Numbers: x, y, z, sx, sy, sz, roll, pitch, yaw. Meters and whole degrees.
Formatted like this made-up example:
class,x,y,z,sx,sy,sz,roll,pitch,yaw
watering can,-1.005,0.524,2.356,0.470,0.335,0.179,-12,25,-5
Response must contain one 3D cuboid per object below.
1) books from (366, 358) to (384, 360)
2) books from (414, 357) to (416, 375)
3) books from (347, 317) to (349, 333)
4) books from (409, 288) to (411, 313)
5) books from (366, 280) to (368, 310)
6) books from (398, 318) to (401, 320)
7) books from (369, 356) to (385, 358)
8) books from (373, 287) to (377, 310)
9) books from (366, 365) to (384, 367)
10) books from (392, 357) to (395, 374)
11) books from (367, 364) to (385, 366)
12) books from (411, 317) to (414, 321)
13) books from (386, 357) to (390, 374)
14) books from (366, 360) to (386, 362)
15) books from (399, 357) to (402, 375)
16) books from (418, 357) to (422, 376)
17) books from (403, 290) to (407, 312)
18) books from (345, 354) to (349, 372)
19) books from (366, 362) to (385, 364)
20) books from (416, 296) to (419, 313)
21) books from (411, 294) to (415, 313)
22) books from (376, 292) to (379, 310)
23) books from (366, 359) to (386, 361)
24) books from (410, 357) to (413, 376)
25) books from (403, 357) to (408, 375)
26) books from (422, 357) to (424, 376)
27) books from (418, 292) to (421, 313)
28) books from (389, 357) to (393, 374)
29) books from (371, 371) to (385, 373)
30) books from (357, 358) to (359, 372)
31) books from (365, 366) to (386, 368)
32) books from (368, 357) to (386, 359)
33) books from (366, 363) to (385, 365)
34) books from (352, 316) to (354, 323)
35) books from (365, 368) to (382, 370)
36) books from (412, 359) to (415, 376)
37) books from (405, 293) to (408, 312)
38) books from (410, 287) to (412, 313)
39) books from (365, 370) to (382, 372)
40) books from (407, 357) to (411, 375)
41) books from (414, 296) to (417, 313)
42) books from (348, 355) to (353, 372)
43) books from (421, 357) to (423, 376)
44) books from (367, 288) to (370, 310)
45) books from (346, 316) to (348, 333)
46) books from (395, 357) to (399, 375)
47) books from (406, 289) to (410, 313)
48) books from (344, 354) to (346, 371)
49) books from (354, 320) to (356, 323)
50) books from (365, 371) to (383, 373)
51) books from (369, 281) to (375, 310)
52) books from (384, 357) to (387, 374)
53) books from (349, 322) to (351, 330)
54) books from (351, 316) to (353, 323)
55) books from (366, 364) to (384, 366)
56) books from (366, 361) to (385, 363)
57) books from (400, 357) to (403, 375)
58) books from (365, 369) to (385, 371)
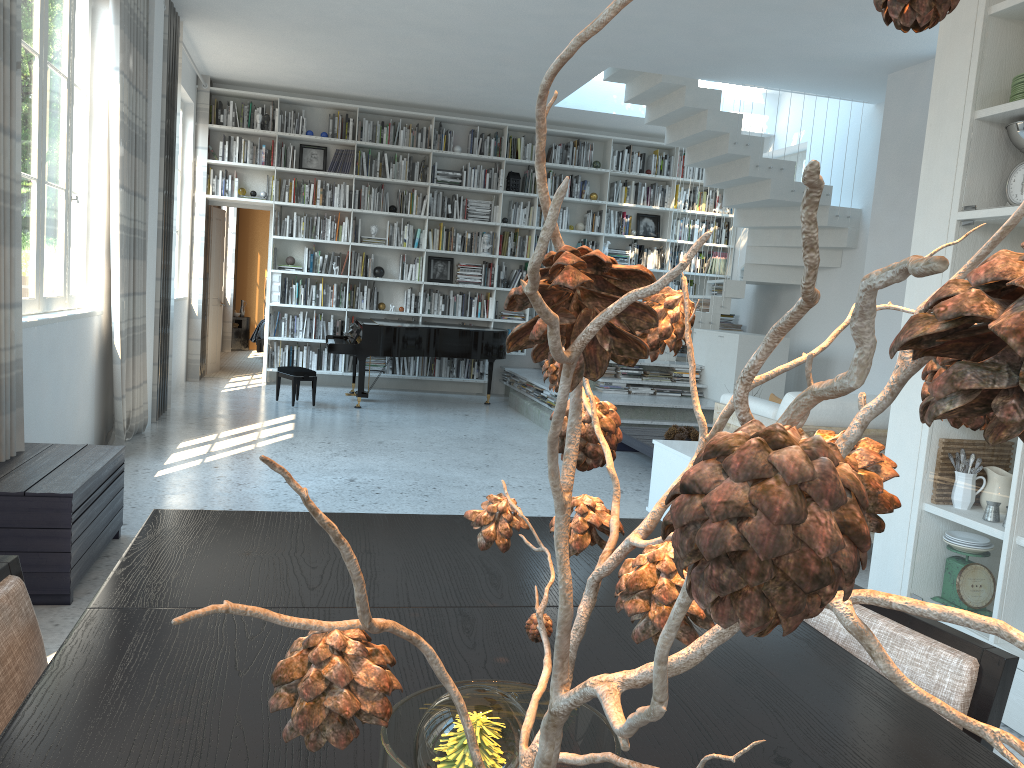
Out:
class,x,y,z,sx,sy,sz,roll,pitch,yaw
books,-1.614,-0.300,10.276,0.254,0.006,0.160,3,6,-13
books,-1.142,-0.227,10.401,0.021,0.238,0.115,3,7,-13
books,-1.887,-0.630,10.172,0.023,0.266,0.134,3,7,-13
books,-1.191,-0.969,10.284,0.010,0.277,0.155,3,7,-13
books,-1.670,-1.026,10.175,0.013,0.339,0.137,3,7,-13
books,-1.316,-0.613,10.311,0.025,0.294,0.134,3,7,-13
books,-1.609,-0.320,10.263,0.285,0.005,0.159,4,6,-8
books,-1.572,-0.980,10.177,0.027,0.261,0.163,3,6,-13
books,-1.618,-0.218,10.274,0.285,0.007,0.159,3,6,-18
books,-1.388,-0.239,10.333,0.028,0.238,0.136,3,7,-13
books,-1.619,-0.233,10.282,0.285,0.007,0.159,3,6,-12
books,-1.165,-0.615,10.321,0.013,0.320,0.173,3,7,-13
books,-1.445,-0.256,10.318,0.031,0.266,0.144,3,7,-13
books,-1.616,-0.278,10.269,0.285,0.005,0.159,3,6,-17
books,-1.307,-0.231,10.338,0.011,0.232,0.174,3,6,-13
books,-1.082,-0.230,10.385,0.026,0.256,0.183,3,6,-13
books,-1.242,-0.960,10.269,0.012,0.254,0.160,3,6,-13
books,-1.904,-0.248,10.217,0.025,0.198,0.160,3,6,-13
books,-1.620,-0.251,10.277,0.285,0.005,0.159,3,6,-15
books,-1.105,-0.925,10.303,0.024,0.201,0.158,3,6,-13
books,-1.158,-0.938,10.282,0.029,0.221,0.153,3,6,-13
books,-1.553,-0.956,10.200,0.023,0.212,0.159,3,6,-13
books,-1.613,-0.288,10.271,0.285,0.005,0.159,3,6,-16
books,-1.178,-0.236,10.354,0.024,0.260,0.189,3,6,-13
books,-1.253,-0.250,10.353,0.073,0.276,0.180,3,6,-13
books,-1.050,-0.272,10.404,0.014,0.340,0.139,3,7,-13
books,-1.088,-0.948,10.331,0.019,0.242,0.107,3,7,-13
books,-1.415,-0.222,10.317,0.029,0.202,0.178,3,6,-13
books,-1.628,-0.145,10.294,0.285,0.007,0.159,3,6,-13
books,-1.776,-0.283,10.240,0.027,0.283,0.129,3,7,-13
books,-1.619,-0.205,10.278,0.285,0.007,0.159,3,6,-17
books,-1.613,-0.311,10.276,0.285,0.005,0.159,3,6,-13
books,-1.619,-0.240,10.284,0.285,0.007,0.159,3,6,-13
books,-1.833,-0.637,10.179,0.013,0.288,0.160,3,7,-13
books,-1.620,-0.184,10.281,0.254,0.007,0.160,3,6,-17
books,-1.162,-0.197,10.380,0.024,0.180,0.171,3,6,-13
books,-1.232,-0.946,10.282,0.015,0.226,0.148,3,6,-13
books,-1.178,-0.974,10.282,0.014,0.291,0.131,3,7,-13
books,-1.627,-0.158,10.292,0.254,0.007,0.160,3,6,-13
books,-1.209,-0.241,10.378,0.025,0.259,0.132,3,7,-13
books,-1.134,-0.925,10.310,0.031,0.195,0.142,3,6,-13
books,-1.865,-0.238,10.219,0.053,0.184,0.148,3,6,-13
books,-1.061,-0.251,10.387,0.014,0.301,0.184,3,6,-13
books,-1.652,-0.976,10.178,0.029,0.241,0.135,3,7,-13
books,-1.903,-0.640,10.166,0.012,0.285,0.159,3,7,-13
books,-1.343,-0.243,10.331,0.062,0.253,0.177,3,6,-13
books,-1.206,-0.964,10.266,0.027,0.270,0.158,3,7,-13
books,-1.921,-0.266,10.215,0.012,0.231,0.138,3,7,-13
books,-1.804,-0.609,10.171,0.023,0.238,0.172,3,6,-13
books,-1.625,-0.150,10.284,0.254,0.007,0.160,4,6,-9
books,-1.607,-1.015,10.166,0.050,0.328,0.166,3,7,-13
books,-1.463,-0.250,10.299,0.012,0.254,0.160,3,6,-13
books,-1.864,-0.602,10.176,0.026,0.213,0.139,3,6,-13
books,-1.844,-0.635,10.174,0.010,0.282,0.149,3,7,-13
books,-1.619,-0.226,10.282,0.254,0.007,0.160,3,6,-12
books,-1.619,-0.262,10.278,0.285,0.005,0.159,3,6,-12
books,-1.293,-0.250,10.331,0.012,0.275,0.180,3,6,-13
books,-1.623,-0.171,10.282,0.285,0.007,0.159,3,6,-17
